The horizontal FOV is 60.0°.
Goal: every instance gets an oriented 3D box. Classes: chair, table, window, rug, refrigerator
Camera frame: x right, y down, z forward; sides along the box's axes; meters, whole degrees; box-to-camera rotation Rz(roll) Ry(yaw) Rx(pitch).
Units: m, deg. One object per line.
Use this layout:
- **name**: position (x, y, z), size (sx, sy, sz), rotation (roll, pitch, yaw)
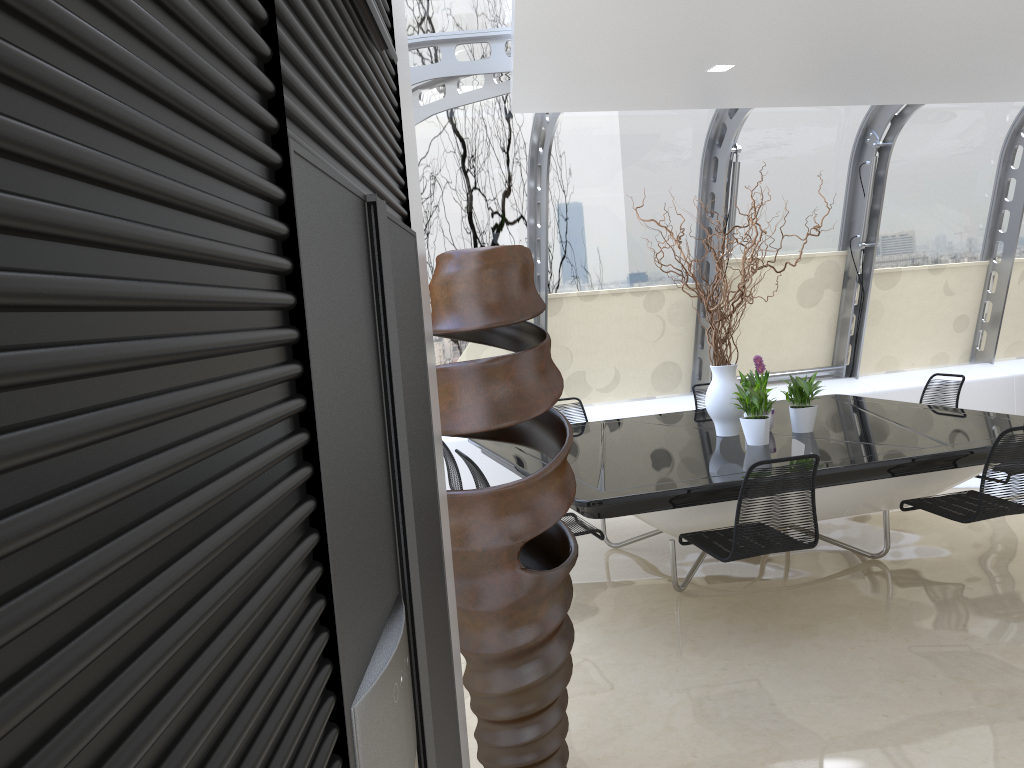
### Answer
- **chair**: position (2.333, 0.422, 4.414), size (0.446, 0.519, 0.688), rotation (-6, 5, -14)
- **table**: position (1.471, 0.676, 5.515), size (3.031, 0.759, 2.494), rotation (-6, 5, -14)
- **chair**: position (-0.155, 0.521, 5.587), size (0.688, 0.519, 0.446), rotation (-6, 5, -14)
- **chair**: position (1.699, 0.268, 6.844), size (0.446, 0.519, 0.688), rotation (-6, 5, -14)
- **window**: position (5.271, -0.349, 1.482), size (16.171, 3.674, 16.693), rotation (-5, 5, -8)
- **rug**: position (4.846, 0.738, 6.098), size (2.705, 0.008, 3.220), rotation (-6, 5, -14)
- **chair**: position (0.468, 0.392, 6.531), size (0.446, 0.519, 0.688), rotation (-6, 5, -14)
- **chair**: position (0.079, 0.578, 4.693), size (0.688, 0.519, 0.446), rotation (-6, 5, -14)
- **refrigerator**: position (-0.231, 0.608, 1.373), size (0.234, 1.742, 1.006), rotation (-5, 5, -1)
- **chair**: position (1.102, 0.546, 4.100), size (0.446, 0.519, 0.688), rotation (-6, 5, -14)
- **chair**: position (2.863, 0.217, 6.356), size (0.688, 0.519, 0.446), rotation (-6, 5, -14)
- **chair**: position (3.115, 0.278, 5.392), size (0.688, 0.519, 0.446), rotation (-6, 5, -14)

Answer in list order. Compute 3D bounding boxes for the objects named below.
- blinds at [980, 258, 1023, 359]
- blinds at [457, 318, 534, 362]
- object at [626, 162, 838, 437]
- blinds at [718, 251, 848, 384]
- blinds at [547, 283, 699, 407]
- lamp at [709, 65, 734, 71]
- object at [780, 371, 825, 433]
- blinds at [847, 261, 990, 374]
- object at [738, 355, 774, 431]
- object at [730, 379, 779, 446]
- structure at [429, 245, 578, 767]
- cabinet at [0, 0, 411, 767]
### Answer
- **blinds**: position (5.418, -0.775, 8.987), size (1.430, 1.027, 0.329), rotation (-6, 5, -14)
- **blinds**: position (-0.696, 0.357, 7.631), size (1.829, 2.118, 0.663), rotation (-6, 5, -14)
- **object**: position (1.384, -0.455, 5.236), size (1.135, 1.549, 1.031), rotation (-6, 5, -22)
- **blinds**: position (2.450, -0.568, 8.196), size (1.376, 1.214, 0.387), rotation (-6, 5, -14)
- **blinds**: position (0.963, -0.327, 7.852), size (1.430, 1.027, 0.329), rotation (-6, 5, -14)
- **lamp**: position (7.075, -1.978, 1.607), size (9.928, 0.004, 9.775), rotation (-6, 5, -13)
- **object**: position (1.743, 0.103, 5.329), size (0.284, 0.369, 0.215), rotation (-3, 5, 19)
- **blinds**: position (3.933, -0.626, 8.609), size (1.430, 1.027, 0.329), rotation (-6, 5, -14)
- **object**: position (1.525, 0.045, 5.622), size (0.238, 0.476, 0.417), rotation (-3, 5, 14)
- **object**: position (1.378, 0.158, 5.023), size (0.284, 0.369, 0.215), rotation (-2, 5, 24)
- **structure**: position (-0.023, 0.482, 2.923), size (0.493, 1.843, 0.498), rotation (-5, 5, -3)
- **cabinet**: position (-0.547, 0.343, 0.748), size (0.831, 2.558, 2.252), rotation (-5, 5, 0)
